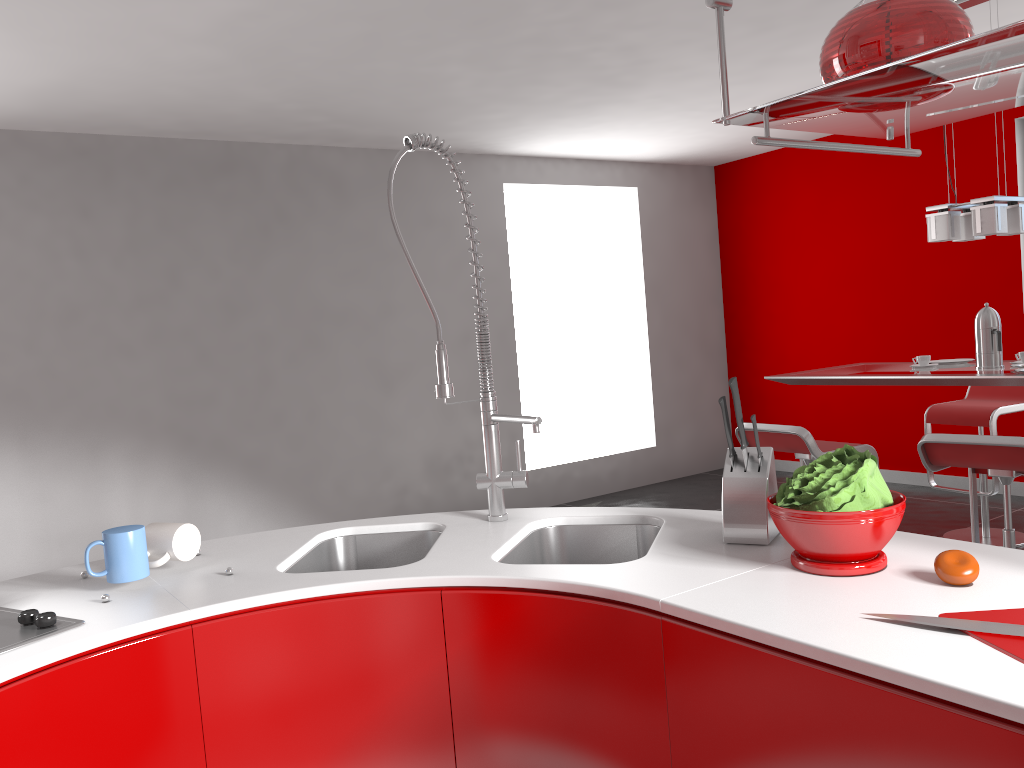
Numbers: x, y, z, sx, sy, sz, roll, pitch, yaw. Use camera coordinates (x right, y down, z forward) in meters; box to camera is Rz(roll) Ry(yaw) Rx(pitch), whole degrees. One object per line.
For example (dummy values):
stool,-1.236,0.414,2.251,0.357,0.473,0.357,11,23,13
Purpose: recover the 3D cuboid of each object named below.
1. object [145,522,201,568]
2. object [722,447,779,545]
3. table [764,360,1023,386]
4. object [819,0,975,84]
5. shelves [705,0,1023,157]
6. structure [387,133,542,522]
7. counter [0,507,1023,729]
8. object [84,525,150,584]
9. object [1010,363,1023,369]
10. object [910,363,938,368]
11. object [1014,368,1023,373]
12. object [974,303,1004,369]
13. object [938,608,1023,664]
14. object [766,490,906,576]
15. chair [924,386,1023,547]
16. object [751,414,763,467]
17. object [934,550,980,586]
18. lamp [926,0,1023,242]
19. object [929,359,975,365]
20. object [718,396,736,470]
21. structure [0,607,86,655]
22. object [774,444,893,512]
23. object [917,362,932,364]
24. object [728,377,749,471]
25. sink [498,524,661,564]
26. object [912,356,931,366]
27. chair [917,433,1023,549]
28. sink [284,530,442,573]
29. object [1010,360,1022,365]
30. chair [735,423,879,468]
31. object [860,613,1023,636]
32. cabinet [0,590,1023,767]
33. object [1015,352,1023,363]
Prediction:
object,-0.742,0.340,1.895,0.100,0.080,0.109,-3,4,26
object,0.482,0.217,1.782,0.091,0.178,0.137,-3,4,29
table,2.115,0.424,4.016,0.800,1.000,1.700,-7,4,-34
object,0.567,-0.557,1.322,0.213,0.266,0.213,-5,3,-6
shelves,0.718,-0.884,1.074,0.462,1.023,0.934,-7,4,-34
structure,-0.089,-0.124,2.058,0.308,0.920,0.178,-4,3,10
counter,0.018,0.812,1.397,2.865,0.880,1.868,-5,3,0
object,-0.784,0.343,1.771,0.080,0.100,0.109,-3,4,29
object,2.211,-0.076,3.717,0.217,0.015,0.217,-4,3,3
object,1.959,-0.084,4.216,0.119,0.016,0.119,-2,4,36
object,2.096,-0.053,3.482,0.217,0.015,0.217,-5,3,2
object,2.099,-0.213,3.880,0.113,0.287,0.149,-6,4,-26
object,0.697,0.327,1.133,0.168,0.006,0.266,-5,3,-7
object,0.566,0.257,1.548,0.229,0.118,0.228,-3,4,27
chair,2.562,0.413,4.802,0.460,0.857,0.418,-6,4,-26
object,0.490,0.155,1.750,0.009,0.197,0.091,-3,4,27
object,0.701,0.290,1.398,0.064,0.048,0.063,-2,4,34
lamp,2.016,-1.155,3.876,0.304,1.025,0.304,-7,4,-34
object,2.140,-0.107,4.328,0.217,0.015,0.217,-5,3,-10
object,0.443,0.160,1.776,0.012,0.279,0.130,-3,4,27
structure,-1.017,0.426,1.549,0.457,0.037,0.303,-3,4,31
object,0.556,0.204,1.553,0.193,0.182,0.198,-7,4,-28
object,2.065,-0.106,4.444,0.234,0.012,0.095,-7,4,-35
object,0.461,0.144,1.754,0.014,0.322,0.150,-3,4,27
sink,0.159,0.434,1.905,0.326,0.172,0.428,-4,4,17
object,1.955,-0.109,4.222,0.062,0.049,0.078,-5,3,-11
chair,1.752,0.578,3.140,0.460,0.857,0.418,-7,4,-39
sink,-0.317,0.468,1.998,0.326,0.172,0.428,-4,3,5
object,2.280,-0.093,3.925,0.119,0.016,0.119,-7,4,-36
chair,1.288,0.574,3.835,0.460,0.857,0.418,-7,4,-29
object,0.652,0.322,1.168,0.375,0.008,0.041,-2,4,33
cabinet,0.132,0.785,1.148,1.875,0.761,1.025,-4,3,11
object,2.278,-0.118,3.932,0.062,0.049,0.078,-4,3,6
